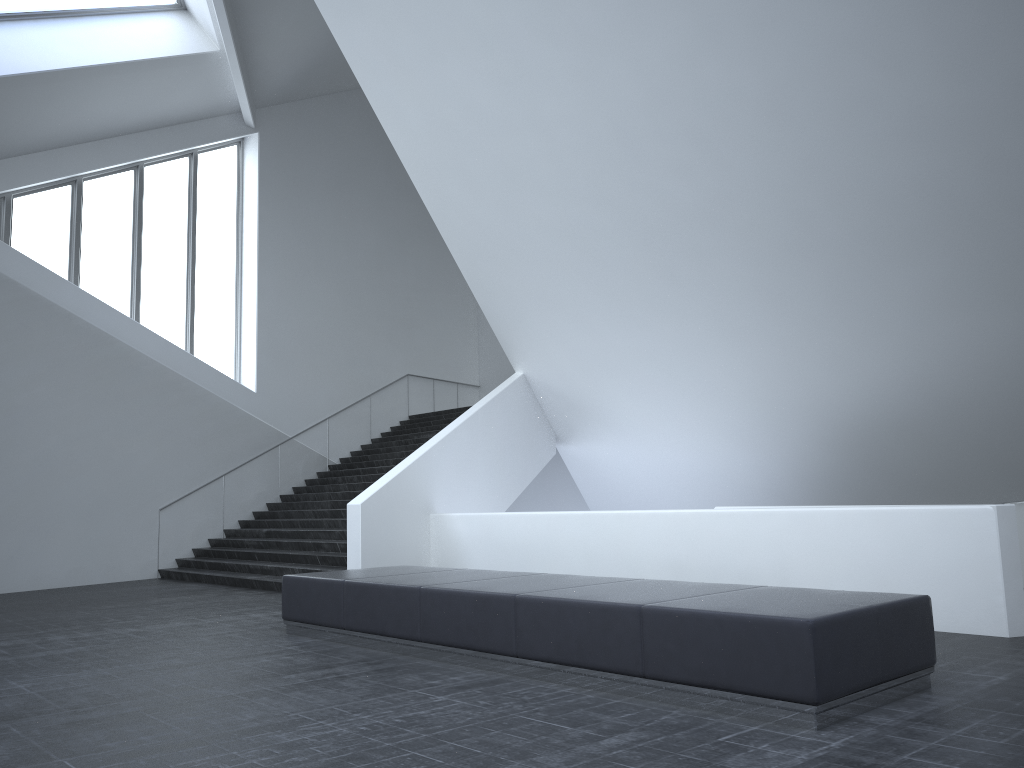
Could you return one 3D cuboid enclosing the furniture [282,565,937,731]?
[{"bbox_3d":[0.193,1.906,7.196,1.488,0.580,5.742,5,-10,-42],"label":"furniture"}]
